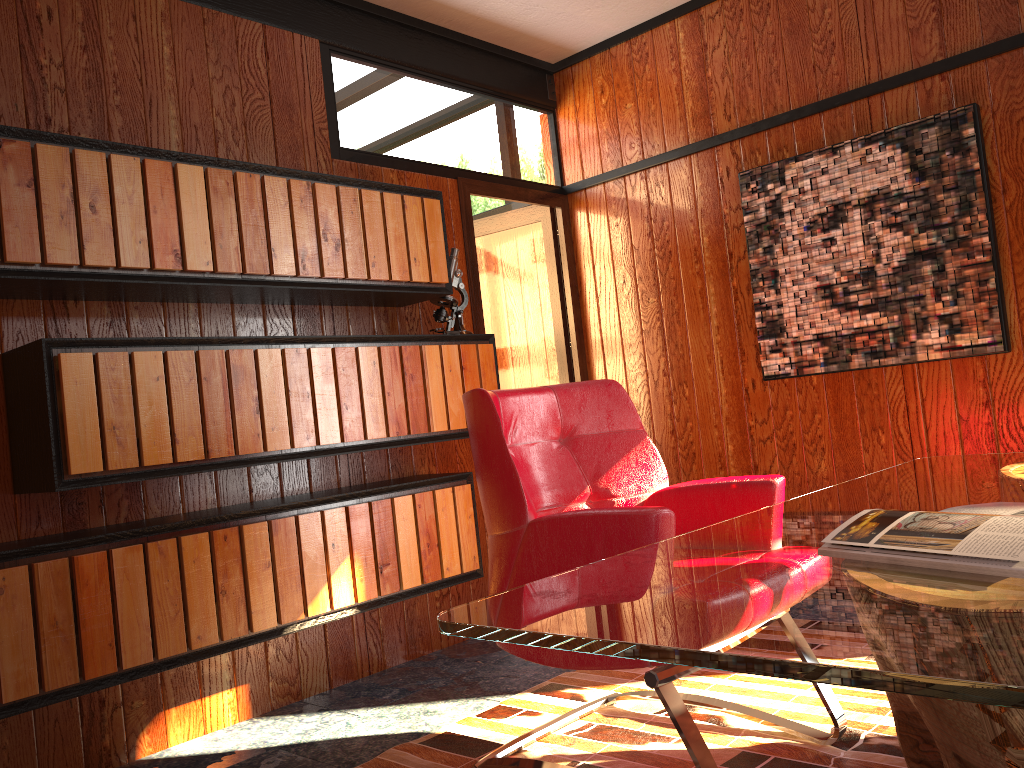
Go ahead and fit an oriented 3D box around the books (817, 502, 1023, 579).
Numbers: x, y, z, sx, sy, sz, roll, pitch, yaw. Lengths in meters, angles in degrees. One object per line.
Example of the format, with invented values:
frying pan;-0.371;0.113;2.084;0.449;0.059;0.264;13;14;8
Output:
books;0.683;0.188;1.218;0.422;0.049;0.300;-5;-2;-28

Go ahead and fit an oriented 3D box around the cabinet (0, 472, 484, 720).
cabinet;-0.788;0.573;2.772;0.321;0.390;1.653;-8;-3;43

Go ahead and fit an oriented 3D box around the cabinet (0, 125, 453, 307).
cabinet;-0.904;-0.475;2.811;0.321;0.390;1.653;-8;-3;43

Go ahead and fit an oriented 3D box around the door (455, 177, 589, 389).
door;-0.138;0.100;4.303;0.734;1.955;0.751;-8;-3;43

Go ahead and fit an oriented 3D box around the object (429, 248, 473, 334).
object;-0.248;-0.354;3.435;0.181;0.354;0.142;-6;-2;-11

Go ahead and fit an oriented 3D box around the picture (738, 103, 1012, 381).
picture;1.323;-0.493;3.363;0.916;0.873;0.061;-8;-3;43

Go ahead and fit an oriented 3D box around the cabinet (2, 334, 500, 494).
cabinet;-0.710;0.053;2.937;0.321;0.390;1.653;-8;-3;43

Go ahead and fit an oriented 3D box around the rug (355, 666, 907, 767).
rug;0.778;0.855;1.888;2.410;0.042;2.439;-8;-3;43

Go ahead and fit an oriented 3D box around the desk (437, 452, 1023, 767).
desk;0.976;0.505;1.421;1.150;0.632;1.900;-8;-3;43

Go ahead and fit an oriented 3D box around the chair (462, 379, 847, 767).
chair;0.278;0.452;2.220;0.839;0.956;0.621;-8;-3;43
